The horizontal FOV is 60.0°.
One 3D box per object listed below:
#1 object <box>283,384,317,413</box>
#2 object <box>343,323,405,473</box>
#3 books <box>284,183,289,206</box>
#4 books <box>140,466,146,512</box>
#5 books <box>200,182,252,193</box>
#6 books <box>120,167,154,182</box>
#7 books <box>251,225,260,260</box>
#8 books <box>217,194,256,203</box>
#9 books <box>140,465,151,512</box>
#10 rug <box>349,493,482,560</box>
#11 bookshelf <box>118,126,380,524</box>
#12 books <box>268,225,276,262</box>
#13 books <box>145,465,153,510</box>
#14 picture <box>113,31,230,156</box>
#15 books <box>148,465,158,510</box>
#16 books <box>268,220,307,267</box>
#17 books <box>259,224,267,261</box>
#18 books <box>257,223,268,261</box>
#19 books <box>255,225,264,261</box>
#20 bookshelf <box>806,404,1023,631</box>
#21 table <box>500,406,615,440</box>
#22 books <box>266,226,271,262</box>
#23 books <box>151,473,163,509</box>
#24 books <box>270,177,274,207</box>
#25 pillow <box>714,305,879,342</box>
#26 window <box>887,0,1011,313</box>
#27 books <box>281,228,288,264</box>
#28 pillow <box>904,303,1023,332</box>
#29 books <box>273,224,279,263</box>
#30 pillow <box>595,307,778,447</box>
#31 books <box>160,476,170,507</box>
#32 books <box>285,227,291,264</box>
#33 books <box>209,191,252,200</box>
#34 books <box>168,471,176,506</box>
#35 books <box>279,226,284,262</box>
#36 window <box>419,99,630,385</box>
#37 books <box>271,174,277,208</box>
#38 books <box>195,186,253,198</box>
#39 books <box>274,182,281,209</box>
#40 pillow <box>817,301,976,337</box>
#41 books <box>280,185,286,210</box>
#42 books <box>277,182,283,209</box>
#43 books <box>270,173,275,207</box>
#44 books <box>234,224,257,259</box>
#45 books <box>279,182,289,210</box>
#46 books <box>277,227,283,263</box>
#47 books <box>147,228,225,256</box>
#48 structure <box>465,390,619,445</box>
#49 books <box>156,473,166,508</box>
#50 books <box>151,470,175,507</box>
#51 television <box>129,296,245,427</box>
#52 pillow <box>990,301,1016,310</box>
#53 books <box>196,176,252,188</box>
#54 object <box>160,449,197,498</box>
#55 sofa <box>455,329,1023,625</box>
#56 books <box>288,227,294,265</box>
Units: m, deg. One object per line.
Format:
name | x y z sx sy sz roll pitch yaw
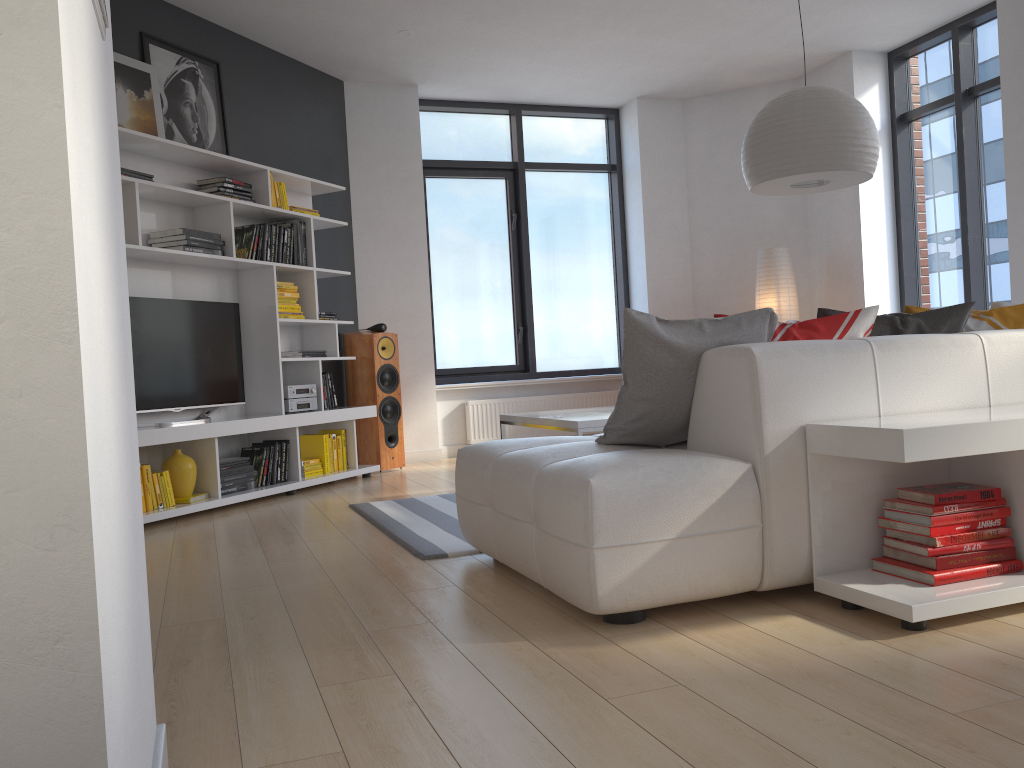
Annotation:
object | -1.467 0.099 5.812 0.270 0.174 0.285 -3 1 25
object | -1.055 0.106 6.578 0.434 1.088 0.290 -3 1 40
books | -1.523 -1.207 5.777 0.142 0.184 0.044 -3 1 26
books | -1.960 0.530 4.519 0.185 0.252 0.055 -3 1 24
books | -1.745 -1.190 5.420 0.180 0.026 0.246 -3 1 28
books | -2.094 -1.088 4.677 0.250 0.047 0.310 -3 1 21
books | -1.666 -0.867 5.528 0.187 0.234 0.096 -3 1 26
books | -1.746 -1.111 5.418 0.214 0.030 0.284 -3 1 29
books | -1.928 0.534 4.539 0.169 0.240 0.043 -3 1 24
rug | 0.471 0.588 4.481 2.326 0.016 1.662 -4 1 -20
bookshelf | -1.832 -0.307 4.975 0.455 2.052 3.000 -3 1 25
books | -1.600 -0.882 5.665 0.191 0.249 0.084 -3 1 25
books | -1.936 0.536 4.569 0.171 0.235 0.043 -3 1 24
picture | -2.090 -1.670 5.060 0.076 0.707 1.279 -3 1 25
books | -1.930 0.535 4.602 0.172 0.235 0.056 -3 1 25
books | -1.508 -0.921 5.923 0.259 0.321 0.128 -3 1 25
books | -1.614 -0.874 5.576 0.172 0.242 0.069 -3 1 26
books | -1.629 -0.881 5.608 0.192 0.254 0.075 -3 1 25
books | -1.641 -0.869 5.550 0.169 0.233 0.081 -3 1 24
bookshelf | 2.100 0.280 2.699 2.600 0.500 0.356 -4 1 -20
table | 0.637 0.354 4.671 1.091 0.435 1.091 -4 1 -20
books | -1.611 -0.876 5.629 0.179 0.243 0.068 -3 1 24
books | -1.894 0.557 4.622 0.138 0.188 0.056 -3 1 26
books | -1.588 -1.223 5.619 0.161 0.229 0.041 -3 1 24
pillow | 1.698 -0.066 3.264 2.250 0.449 0.575 -4 1 -22
window | 3.304 -1.402 6.375 0.170 2.402 1.310 -4 1 -20
books | -1.542 -0.884 5.753 0.179 0.243 0.071 -3 1 24
pillow | 2.012 -0.106 3.953 0.630 0.440 2.095 -3 1 27
books | -1.586 -0.888 5.696 0.197 0.260 0.066 -3 1 25
pillow | 1.495 -0.089 3.544 2.953 0.453 0.647 -4 1 -32
books | -1.859 0.565 4.650 0.113 0.169 0.049 -3 1 24
books | -1.536 -0.888 5.793 0.191 0.249 0.084 -3 1 25
books | -1.751 -1.136 5.418 0.189 0.020 0.264 -3 1 24
books | -1.860 0.550 4.704 0.149 0.193 0.046 -3 1 26
books | -1.565 -0.887 5.735 0.192 0.254 0.075 -3 1 25
window | 0.094 -1.240 7.808 1.960 2.402 0.170 -4 1 -20
books | -1.590 -1.221 5.679 0.164 0.224 0.054 -3 1 25
books | -1.769 -1.161 5.429 0.214 0.030 0.284 -3 1 29
books | -1.556 -1.201 5.698 0.132 0.180 0.054 -3 1 26
pillow | 2.001 -0.112 3.380 2.120 0.436 0.608 -4 1 -24
books | -1.522 -1.194 5.725 0.108 0.161 0.046 -3 1 24
books | -1.541 -1.202 5.713 0.128 0.178 0.044 -3 1 25
books | -1.595 -1.221 5.648 0.163 0.224 0.041 -3 1 24
books | -1.677 -0.867 5.495 0.182 0.234 0.104 -3 1 26
books | -1.525 -1.206 5.752 0.141 0.184 0.064 -3 1 26
books | -1.551 -0.880 5.704 0.172 0.242 0.069 -3 1 26
books | -1.881 -0.801 5.137 0.277 0.137 0.343 -3 1 20
structure | 0.325 0.325 7.533 1.474 0.460 0.110 -4 1 -20
books | -1.878 0.556 4.637 0.134 0.187 0.046 -3 1 25
books | -1.863 0.551 4.679 0.148 0.193 0.067 -3 1 26
television | -1.925 -0.128 5.018 0.207 0.704 1.102 -3 1 25
pillow | 2.113 -0.135 4.254 0.580 0.456 2.156 -3 1 6
books | -1.758 -1.216 5.422 0.209 0.030 0.266 -3 1 19
object | -1.815 0.484 4.831 0.185 0.257 0.185 -3 1 3
sofa | 1.353 0.186 4.010 3.424 0.732 2.614 -4 1 -20
books | -1.523 -0.894 5.824 0.197 0.260 0.066 -3 1 25
